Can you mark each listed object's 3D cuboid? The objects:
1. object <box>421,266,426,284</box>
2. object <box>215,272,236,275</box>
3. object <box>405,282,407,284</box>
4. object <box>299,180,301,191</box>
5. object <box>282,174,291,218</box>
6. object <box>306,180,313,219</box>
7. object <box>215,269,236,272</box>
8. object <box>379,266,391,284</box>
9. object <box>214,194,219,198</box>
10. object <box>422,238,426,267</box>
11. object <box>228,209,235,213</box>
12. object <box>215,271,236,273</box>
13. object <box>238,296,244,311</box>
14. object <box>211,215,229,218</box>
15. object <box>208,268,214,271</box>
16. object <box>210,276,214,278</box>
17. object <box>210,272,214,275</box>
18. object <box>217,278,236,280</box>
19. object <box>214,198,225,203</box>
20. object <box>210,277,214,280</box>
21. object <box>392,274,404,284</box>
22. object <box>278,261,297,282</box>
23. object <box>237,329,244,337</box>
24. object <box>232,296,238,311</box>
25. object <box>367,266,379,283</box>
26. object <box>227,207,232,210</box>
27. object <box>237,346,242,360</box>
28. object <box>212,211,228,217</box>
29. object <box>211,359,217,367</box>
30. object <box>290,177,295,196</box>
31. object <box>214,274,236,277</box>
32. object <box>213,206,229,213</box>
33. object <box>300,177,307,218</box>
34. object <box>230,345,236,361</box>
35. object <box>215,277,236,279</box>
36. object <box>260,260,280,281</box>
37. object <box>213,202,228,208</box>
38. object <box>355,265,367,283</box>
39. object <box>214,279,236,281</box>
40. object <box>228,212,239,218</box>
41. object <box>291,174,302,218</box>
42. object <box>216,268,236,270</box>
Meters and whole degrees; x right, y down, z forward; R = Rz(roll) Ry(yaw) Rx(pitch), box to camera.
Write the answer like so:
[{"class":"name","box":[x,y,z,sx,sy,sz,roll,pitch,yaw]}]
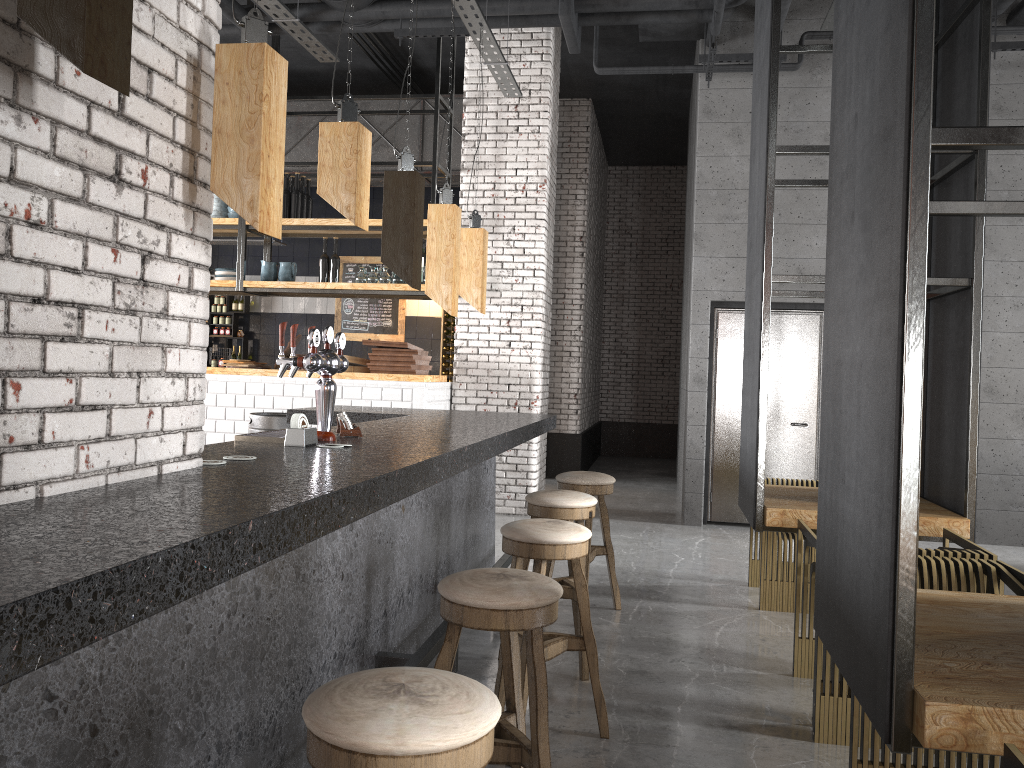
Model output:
[{"class":"object","box":[-0.843,-1.013,8.308,0.118,0.181,0.118,2,0,34]},{"class":"object","box":[-2.819,-1.083,8.819,0.263,0.028,0.263,3,1,37]},{"class":"object","box":[-0.955,-1.018,8.380,0.118,0.181,0.118,2,0,-7]},{"class":"object","box":[-2.146,-1.806,8.867,0.098,0.458,0.098,2,0,-13]},{"class":"object","box":[-2.190,-1.805,8.600,0.098,0.458,0.098,2,0,-13]},{"class":"object","box":[-2.040,-1.802,8.849,0.098,0.458,0.098,2,0,-13]},{"class":"object","box":[-2.818,-1.112,8.819,0.265,0.034,0.265,2,1,22]},{"class":"object","box":[-1.199,-1.027,8.389,0.118,0.181,0.118,2,0,43]},{"class":"object","box":[-2.918,-1.851,8.845,0.210,0.074,0.210,2,1,14]},{"class":"object","box":[-0.874,-1.200,8.537,0.140,0.550,0.096,2,0,14]},{"class":"object","box":[-2.698,-1.673,8.783,0.218,0.093,0.218,2,0,-7]},{"class":"object","box":[-2.819,-1.094,8.819,0.263,0.029,0.263,2,1,-14]},{"class":"object","box":[-3.652,-1.118,11.986,0.079,0.281,0.079,2,0,3]},{"class":"object","box":[-2.927,-1.634,8.846,0.210,0.065,0.210,2,1,27]},{"class":"object","box":[-3.225,-1.150,8.887,0.454,0.048,0.453,3,1,36]},{"class":"object","box":[-3.226,-1.080,8.887,0.454,0.050,0.454,2,1,30]},{"class":"object","box":[-3.228,-1.104,8.887,0.452,0.062,0.454,2,1,-36]},{"class":"object","box":[-2.822,-1.030,8.818,0.263,0.038,0.263,2,1,25]},{"class":"object","box":[-2.922,-1.808,8.844,0.210,0.076,0.210,2,1,-16]},{"class":"object","box":[-3.229,-1.055,8.887,0.454,0.042,0.454,2,1,-16]},{"class":"object","box":[-1.077,-1.023,8.382,0.118,0.181,0.118,2,0,-14]},{"class":"object","box":[-2.205,-1.090,8.700,0.166,0.230,0.198,2,0,-20]},{"class":"object","box":[-3.667,-0.683,11.977,0.088,0.108,0.107,2,0,-30]},{"class":"object","box":[-3.745,-1.122,12.002,0.079,0.281,0.079,2,0,-17]},{"class":"object","box":[-1.318,-1.032,8.418,0.118,0.181,0.118,2,0,-31]},{"class":"object","box":[-2.706,-1.705,8.782,0.218,0.092,0.218,2,0,-1]},{"class":"object","box":[-3.678,-0.377,11.980,0.079,0.281,0.079,2,0,13]},{"class":"object","box":[-2.927,-1.678,8.846,0.210,0.069,0.210,2,1,-25]},{"class":"object","box":[-4.036,-0.283,12.020,0.076,0.111,0.076,2,0,-25]},{"class":"object","box":[-2.168,-1.805,8.733,0.098,0.458,0.098,2,0,-13]},{"class":"object","box":[-2.821,-1.059,8.820,0.265,0.038,0.265,2,1,32]},{"class":"object","box":[-2.923,-1.721,8.849,0.210,0.074,0.210,2,1,-16]},{"class":"object","box":[-2.062,-1.801,8.716,0.098,0.458,0.098,2,0,-13]},{"class":"object","box":[-3.767,-0.381,11.992,0.079,0.281,0.079,2,0,28]},{"class":"object","box":[-2.822,-1.041,8.819,0.263,0.037,0.263,2,1,-17]},{"class":"object","box":[-2.378,-1.097,8.742,0.198,0.230,0.166,2,0,16]},{"class":"object","box":[-2.927,-1.765,8.846,0.210,0.078,0.210,2,1,32]},{"class":"object","box":[-1.435,-1.036,8.457,0.118,0.181,0.118,2,0,-27]},{"class":"object","box":[-2.822,-1.018,8.819,0.263,0.026,0.263,3,1,45]},{"class":"object","box":[-2.705,-1.640,8.782,0.218,0.085,0.219,2,1,-21]},{"class":"object","box":[-2.084,-1.800,8.582,0.098,0.458,0.098,2,0,-13]},{"class":"object","box":[-2.819,-1.123,8.820,0.265,0.037,0.265,2,1,5]}]
